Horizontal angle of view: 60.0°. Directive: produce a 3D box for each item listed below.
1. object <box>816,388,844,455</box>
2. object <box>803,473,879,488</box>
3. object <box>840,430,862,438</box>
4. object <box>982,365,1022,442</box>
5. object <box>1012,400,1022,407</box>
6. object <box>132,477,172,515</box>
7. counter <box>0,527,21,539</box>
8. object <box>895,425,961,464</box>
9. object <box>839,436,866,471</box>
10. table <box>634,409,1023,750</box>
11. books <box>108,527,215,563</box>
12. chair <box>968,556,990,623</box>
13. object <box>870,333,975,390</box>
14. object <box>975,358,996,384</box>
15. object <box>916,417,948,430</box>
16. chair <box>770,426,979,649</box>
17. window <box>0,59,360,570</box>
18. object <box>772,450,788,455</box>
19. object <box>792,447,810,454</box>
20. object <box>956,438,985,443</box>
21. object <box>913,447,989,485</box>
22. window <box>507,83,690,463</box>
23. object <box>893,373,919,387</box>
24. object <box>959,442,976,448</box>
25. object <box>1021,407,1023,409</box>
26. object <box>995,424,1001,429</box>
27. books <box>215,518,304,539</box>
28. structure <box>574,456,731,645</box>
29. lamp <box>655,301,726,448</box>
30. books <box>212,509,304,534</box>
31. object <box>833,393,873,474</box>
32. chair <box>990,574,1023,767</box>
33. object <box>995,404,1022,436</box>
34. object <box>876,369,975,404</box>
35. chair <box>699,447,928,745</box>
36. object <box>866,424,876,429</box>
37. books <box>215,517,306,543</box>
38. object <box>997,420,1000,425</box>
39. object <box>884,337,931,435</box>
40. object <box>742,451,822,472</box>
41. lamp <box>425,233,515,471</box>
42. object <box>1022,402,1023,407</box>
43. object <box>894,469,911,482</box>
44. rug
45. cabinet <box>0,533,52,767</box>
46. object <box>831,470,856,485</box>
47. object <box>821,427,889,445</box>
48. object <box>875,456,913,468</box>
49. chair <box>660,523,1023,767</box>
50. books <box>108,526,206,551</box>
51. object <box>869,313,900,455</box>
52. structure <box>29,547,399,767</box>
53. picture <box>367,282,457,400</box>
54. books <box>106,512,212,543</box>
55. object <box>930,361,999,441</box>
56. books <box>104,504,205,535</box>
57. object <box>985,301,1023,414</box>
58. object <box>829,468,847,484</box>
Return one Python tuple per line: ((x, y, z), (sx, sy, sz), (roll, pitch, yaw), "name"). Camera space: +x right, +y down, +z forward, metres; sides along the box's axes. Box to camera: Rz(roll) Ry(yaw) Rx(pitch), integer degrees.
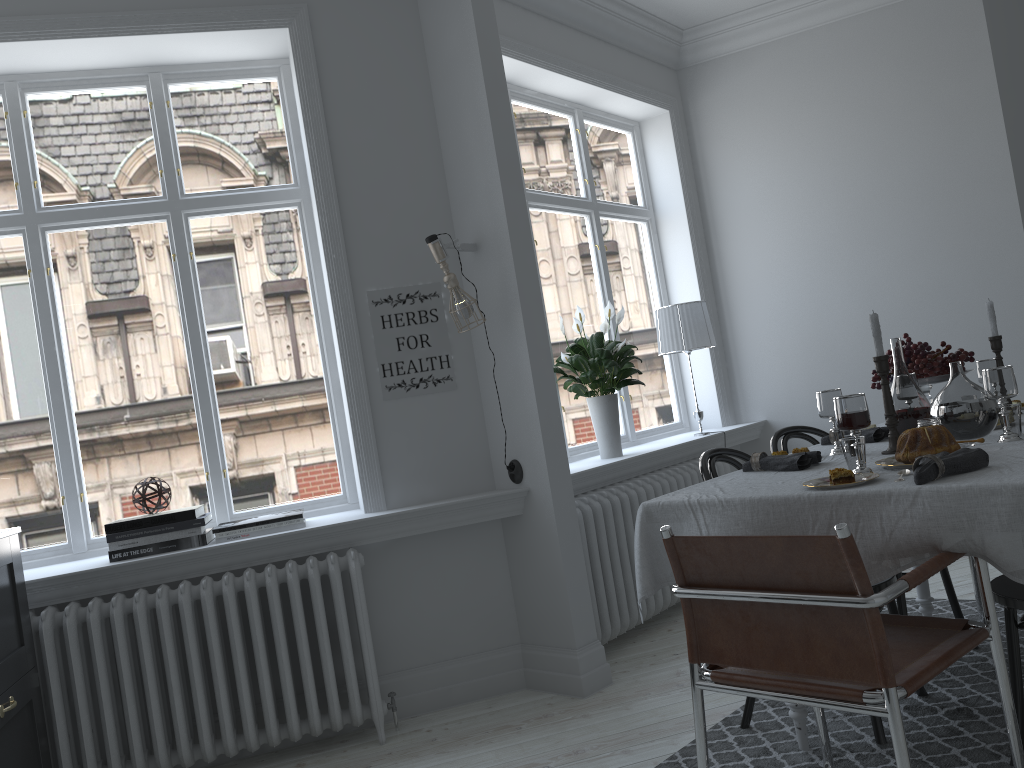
((1.066, 0.127, 2.936), (0.083, 0.215, 0.083), (-9, -2, -9), "object")
((0.827, 0.247, 2.231), (0.182, 0.013, 0.182), (-9, -2, -14), "object")
((1.079, 0.181, 2.808), (0.066, 0.094, 0.066), (-8, -2, -25), "object")
((1.419, 0.059, 2.560), (0.083, 0.215, 0.083), (-9, -2, -9), "object")
((1.990, 0.081, 3.499), (0.021, 0.037, 0.057), (-9, -2, 7), "object")
((-1.422, 0.441, 3.501), (0.147, 0.148, 0.147), (-9, -2, -23), "object")
((-1.548, 0.423, 1.112), (0.624, 0.020, 3.902), (-9, -2, -14), "counter")
((1.109, 0.161, 2.367), (0.164, 0.105, 0.191), (-9, -2, 5), "object")
((0.936, 0.193, 2.419), (0.066, 0.094, 0.066), (-8, -2, -25), "object")
((1.481, 0.587, 2.856), (1.210, 0.842, 2.179), (-11, -2, 43), "table")
((-1.359, 0.627, 3.468), (0.351, 0.044, 0.259), (-9, -2, -12), "books")
((2.173, 0.504, 3.664), (0.546, 0.837, 0.593), (-10, -2, 31), "chair")
((1.604, -0.101, 3.471), (0.347, 0.215, 0.318), (-10, -2, 38), "object")
((1.872, 0.011, 3.462), (0.083, 0.215, 0.083), (-9, -2, -9), "object")
((1.198, 0.150, 2.534), (0.091, 0.101, 0.091), (-10, -2, 31), "object")
((1.356, 0.593, 3.410), (0.463, 0.909, 0.564), (-8, -2, -36), "chair")
((-1.665, -0.324, 3.761), (1.716, 2.080, 0.061), (-9, -2, -14), "window")
((0.898, 0.243, 2.969), (0.051, 0.039, 0.036), (-8, -2, -37), "object")
((0.962, 0.230, 2.950), (0.057, 0.041, 0.038), (-10, -2, 28), "object")
((1.295, 0.169, 2.606), (0.167, 0.031, 0.031), (-10, -2, 21), "object")
((1.037, 0.186, 2.095), (0.165, 0.061, 0.247), (-10, -2, 25), "object")
((0.321, -0.614, 4.948), (0.061, 2.080, 2.079), (-11, -2, 39), "window")
((1.473, 0.071, 3.286), (0.083, 0.215, 0.083), (-9, -2, -19), "object")
((1.278, 0.186, 2.612), (0.150, 0.009, 0.075), (-10, -2, 21), "object")
((2.023, 0.088, 3.498), (0.182, 0.013, 0.182), (-9, -2, -4), "object")
((1.580, 0.145, 3.008), (0.251, 0.018, 0.251), (-9, -2, -14), "object")
((-1.009, 0.566, 3.552), (0.337, 0.019, 0.254), (-9, -2, -16), "books")
((0.706, 0.829, 4.450), (0.245, 0.753, 1.710), (-11, -2, 39), "structure")
((1.081, 0.202, 5.127), (0.335, 1.331, 0.335), (-8, -2, -26), "lamp")
((-1.011, 0.549, 3.563), (0.341, 0.016, 0.274), (-9, -2, -13), "books")
((0.902, 0.136, 2.327), (0.083, 0.215, 0.083), (-9, -2, -9), "object")
((1.589, 0.526, 2.380), (0.564, 0.909, 0.463), (-11, -2, 39), "chair")
((1.483, 0.110, 2.638), (0.066, 0.094, 0.066), (-8, -2, -25), "object")
((1.619, 0.064, 3.465), (0.367, 0.188, 0.367), (-10, -2, 27), "object")
((0.984, 0.641, 2.969), (0.564, 0.909, 0.463), (-11, -2, 39), "chair")
((1.364, 0.179, 3.395), (0.078, 0.040, 0.039), (-8, -2, -39), "object")
((-1.000, 0.584, 3.552), (0.343, 0.019, 0.254), (-9, -2, -14), "books")
((1.635, 0.110, 2.942), (0.078, 0.040, 0.039), (-8, -2, -39), "object")
((1.356, 0.014, 3.069), (0.152, 0.352, 0.152), (-10, -2, 37), "object")
((0.820, 0.240, 2.746), (0.247, 0.061, 0.165), (-10, -2, 25), "object")
((-0.151, -0.115, 3.556), (0.312, 0.977, 0.131), (-8, -2, -39), "lamp")
((2.033, 0.082, 3.503), (0.037, 0.021, 0.057), (-9, -2, -14), "object")
((0.958, 0.224, 2.176), (0.031, 0.012, 0.131), (-10, -2, 29), "object")
((1.652, 0.974, 2.778), (1.701, 0.021, 2.166), (-11, -2, 44), "rug")
((-1.455, 0.931, 1.101), (0.646, 1.012, 3.897), (-9, -2, -14), "cabinet")
((0.823, 0.232, 2.202), (0.057, 0.041, 0.038), (-10, -2, 20), "object")
((1.231, 0.186, 3.199), (0.247, 0.061, 0.165), (-10, -2, 25), "object")
((1.107, 0.204, 2.373), (0.251, 0.018, 0.251), (-9, -2, -14), "object")
((0.774, 0.687, 2.076), (0.593, 0.837, 0.546), (-8, -2, -42), "chair")
((-1.374, 0.591, 3.458), (0.328, 0.031, 0.259), (-9, -2, -16), "books")
((1.143, -0.004, 2.719), (0.089, 0.432, 0.089), (-9, -2, 9), "object")
((-1.287, 1.119, 3.256), (1.673, 0.753, 0.245), (-9, -2, -14), "structure")
((-0.417, -0.180, 3.699), (0.311, 0.457, 0.003), (-9, -2, -14), "picture")
((-1.371, 0.560, 3.473), (0.351, 0.031, 0.287), (-9, -2, -14), "books")
((1.399, 0.052, 2.759), (0.194, 0.245, 0.194), (-8, -2, -31), "object")
((-1.387, 0.528, 3.467), (0.325, 0.038, 0.259), (-9, -2, -12), "books")
((1.815, -0.096, 3.306), (0.089, 0.432, 0.089), (-9, -2, 9), "object")
((0.833, 0.233, 2.258), (0.051, 0.039, 0.036), (-10, -2, 26), "object")
